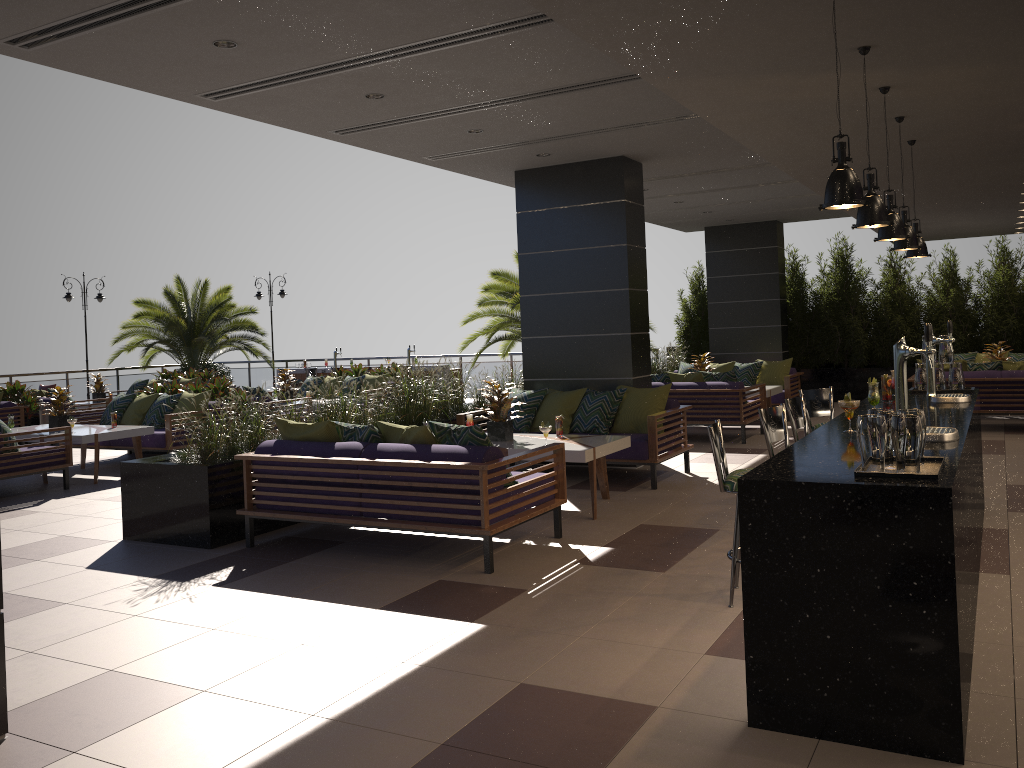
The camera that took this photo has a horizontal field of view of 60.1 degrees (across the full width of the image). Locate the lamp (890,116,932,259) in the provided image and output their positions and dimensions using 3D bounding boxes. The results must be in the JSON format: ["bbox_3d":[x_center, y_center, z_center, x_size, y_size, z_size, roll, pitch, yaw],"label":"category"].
[{"bbox_3d":[2.750,-1.329,6.126,0.192,0.864,1.083,-2,2,29],"label":"lamp"}]

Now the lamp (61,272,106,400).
[{"bbox_3d":[-9.843,-0.935,20.471,0.263,3.328,1.123,-3,0,29],"label":"lamp"}]

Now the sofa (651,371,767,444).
[{"bbox_3d":[2.186,0.252,11.777,2.124,0.919,1.121,-1,2,29],"label":"sofa"}]

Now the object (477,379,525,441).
[{"bbox_3d":[-0.121,0.223,7.632,0.429,0.526,0.425,-1,1,41],"label":"object"}]

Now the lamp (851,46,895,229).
[{"bbox_3d":[1.707,-1.180,4.234,0.163,0.864,0.162,-2,0,-19],"label":"lamp"}]

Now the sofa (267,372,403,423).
[{"bbox_3d":[-2.954,0.292,14.935,2.124,0.919,1.121,-1,2,29],"label":"sofa"}]

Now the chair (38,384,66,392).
[{"bbox_3d":[-10.104,0.417,18.962,0.714,0.816,0.715,-2,1,29],"label":"chair"}]

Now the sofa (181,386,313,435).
[{"bbox_3d":[-4.074,0.452,12.912,2.124,0.919,1.121,-1,2,29],"label":"sofa"}]

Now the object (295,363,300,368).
[{"bbox_3d":[-4.894,-0.366,20.204,0.105,0.209,0.105,-2,0,4],"label":"object"}]

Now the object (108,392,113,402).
[{"bbox_3d":[-7.037,0.241,15.517,0.067,0.190,0.084,-2,0,-31],"label":"object"}]

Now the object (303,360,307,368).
[{"bbox_3d":[-4.589,-0.439,19.637,0.067,0.190,0.084,-2,0,-36],"label":"object"}]

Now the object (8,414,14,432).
[{"bbox_3d":[-5.971,0.463,10.549,0.068,0.211,0.069,-2,0,17],"label":"object"}]

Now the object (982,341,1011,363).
[{"bbox_3d":[6.842,-0.338,12.444,0.425,0.526,0.430,-3,1,-44],"label":"object"}]

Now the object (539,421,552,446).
[{"bbox_3d":[0.274,0.398,7.145,0.106,0.197,0.105,-3,1,-33],"label":"object"}]

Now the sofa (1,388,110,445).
[{"bbox_3d":[-7.993,0.495,15.075,2.124,0.919,1.121,-1,2,29],"label":"sofa"}]

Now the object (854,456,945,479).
[{"bbox_3d":[1.442,0.306,3.282,0.272,0.018,0.438,-1,4,29],"label":"object"}]

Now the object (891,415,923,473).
[{"bbox_3d":[1.413,0.219,3.164,0.105,0.209,0.105,-2,0,34],"label":"object"}]

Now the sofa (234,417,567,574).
[{"bbox_3d":[-0.798,0.680,6.364,2.124,0.919,1.121,-1,2,29],"label":"sofa"}]

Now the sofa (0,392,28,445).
[{"bbox_3d":[-8.695,0.599,13.741,2.124,0.919,1.121,-1,2,29],"label":"sofa"}]

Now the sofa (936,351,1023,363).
[{"bbox_3d":[7.520,-0.072,13.579,2.124,0.919,1.121,-1,2,29],"label":"sofa"}]

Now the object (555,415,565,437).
[{"bbox_3d":[0.417,0.364,7.711,0.067,0.190,0.084,-2,0,-36],"label":"object"}]

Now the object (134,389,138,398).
[{"bbox_3d":[-6.838,0.189,16.113,0.068,0.211,0.069,-2,0,17],"label":"object"}]

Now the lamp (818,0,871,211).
[{"bbox_3d":[1.279,-1.118,3.458,0.163,0.864,0.162,-2,0,-19],"label":"lamp"}]

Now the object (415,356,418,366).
[{"bbox_3d":[-1.966,-0.472,18.189,0.069,0.198,0.082,-2,0,-25],"label":"object"}]

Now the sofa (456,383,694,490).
[{"bbox_3d":[0.625,0.476,8.945,2.124,0.919,1.121,-1,2,29],"label":"sofa"}]

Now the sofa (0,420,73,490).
[{"bbox_3d":[-5.904,0.716,9.559,2.124,0.919,1.121,-1,2,29],"label":"sofa"}]

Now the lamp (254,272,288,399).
[{"bbox_3d":[-6.106,-1.208,22.550,1.121,3.328,0.264,-2,0,29],"label":"lamp"}]

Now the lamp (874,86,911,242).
[{"bbox_3d":[2.121,-1.239,4.986,0.163,0.864,0.162,-2,0,-19],"label":"lamp"}]

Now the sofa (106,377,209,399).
[{"bbox_3d":[-6.866,0.335,17.094,2.124,0.919,1.121,-1,2,29],"label":"sofa"}]

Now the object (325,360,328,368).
[{"bbox_3d":[-4.060,-0.440,19.349,0.069,0.181,0.069,-2,0,1],"label":"object"}]

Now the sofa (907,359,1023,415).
[{"bbox_3d":[6.281,0.106,11.330,2.124,0.919,1.121,-1,2,29],"label":"sofa"}]

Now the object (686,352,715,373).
[{"bbox_3d":[2.796,-0.195,12.931,0.425,0.526,0.430,-3,1,-44],"label":"object"}]

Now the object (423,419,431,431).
[{"bbox_3d":[-0.738,0.404,7.675,0.069,0.211,0.069,-2,0,12],"label":"object"}]

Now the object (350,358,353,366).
[{"bbox_3d":[-3.446,-0.462,19.010,0.069,0.211,0.069,-2,0,12],"label":"object"}]

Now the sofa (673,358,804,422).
[{"bbox_3d":[3.426,0.075,14.026,2.124,0.919,1.121,-1,2,29],"label":"sofa"}]

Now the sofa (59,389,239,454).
[{"bbox_3d":[-4.776,0.556,11.578,2.124,0.919,1.121,-1,2,29],"label":"sofa"}]

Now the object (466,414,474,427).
[{"bbox_3d":[-0.388,0.375,8.196,0.069,0.181,0.069,-2,0,12],"label":"object"}]
